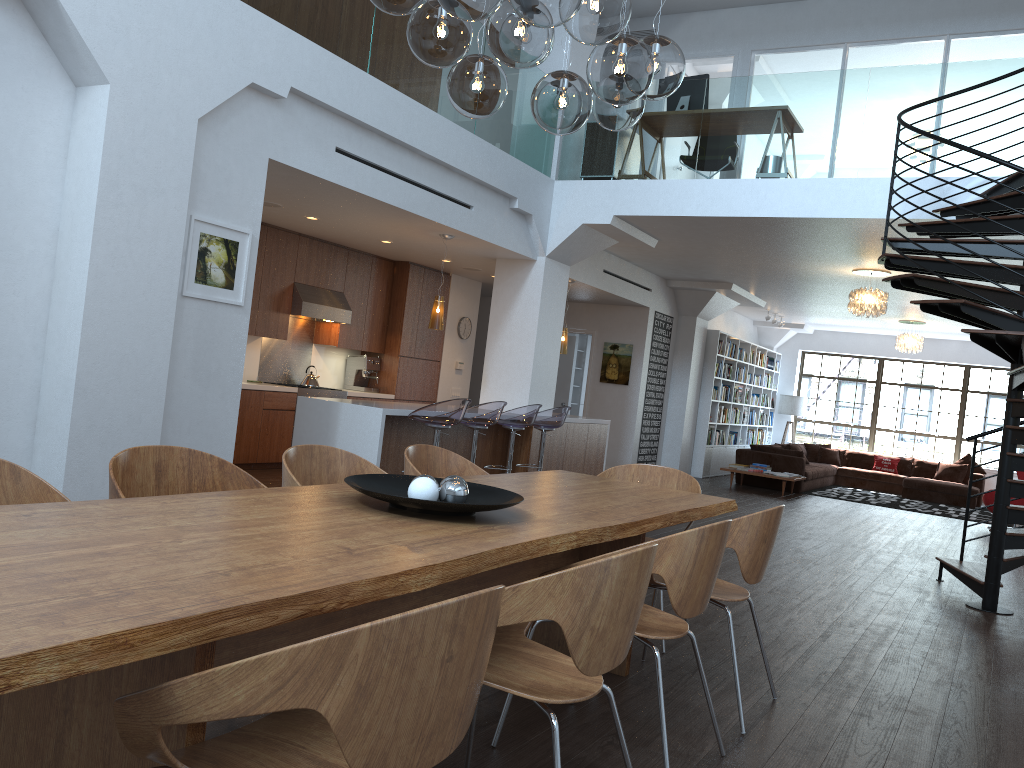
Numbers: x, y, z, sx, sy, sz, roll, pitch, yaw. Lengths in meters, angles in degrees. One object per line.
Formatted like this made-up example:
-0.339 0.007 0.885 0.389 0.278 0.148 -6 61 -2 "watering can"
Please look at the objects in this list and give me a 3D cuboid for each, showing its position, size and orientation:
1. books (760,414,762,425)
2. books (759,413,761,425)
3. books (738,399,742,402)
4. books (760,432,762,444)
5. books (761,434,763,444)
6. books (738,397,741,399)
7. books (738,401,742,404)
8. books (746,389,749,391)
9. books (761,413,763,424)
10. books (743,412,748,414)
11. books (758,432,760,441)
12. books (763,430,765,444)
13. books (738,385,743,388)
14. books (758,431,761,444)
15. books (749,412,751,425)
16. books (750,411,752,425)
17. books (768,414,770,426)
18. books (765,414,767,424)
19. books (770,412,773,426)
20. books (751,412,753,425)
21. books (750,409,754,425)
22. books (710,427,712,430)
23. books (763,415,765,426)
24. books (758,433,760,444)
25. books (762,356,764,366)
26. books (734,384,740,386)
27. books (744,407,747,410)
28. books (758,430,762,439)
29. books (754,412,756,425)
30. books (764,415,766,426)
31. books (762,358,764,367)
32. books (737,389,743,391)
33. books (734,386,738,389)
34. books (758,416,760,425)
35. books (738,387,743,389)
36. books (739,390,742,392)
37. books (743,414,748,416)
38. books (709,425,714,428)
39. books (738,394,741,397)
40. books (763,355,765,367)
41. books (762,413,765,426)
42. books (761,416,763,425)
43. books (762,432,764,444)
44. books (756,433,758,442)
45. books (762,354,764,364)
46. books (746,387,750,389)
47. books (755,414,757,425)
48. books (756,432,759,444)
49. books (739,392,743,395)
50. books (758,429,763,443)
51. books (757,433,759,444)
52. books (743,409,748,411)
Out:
4.825 0.695 17.470 0.161 0.223 0.030 7 0 29 "books"
4.788 0.675 17.410 0.174 0.251 0.051 7 0 29 "books"
4.045 0.284 16.055 0.160 0.039 0.251 7 0 34 "books"
4.879 1.069 17.670 0.189 0.247 0.057 7 0 30 "books"
4.934 1.096 17.748 0.144 0.207 0.048 7 0 29 "books"
4.027 0.242 16.063 0.180 0.042 0.259 7 0 29 "books"
4.044 0.323 16.056 0.171 0.039 0.246 7 0 29 "books"
4.244 0.099 16.360 0.223 0.031 0.161 7 0 29 "books"
4.867 0.688 17.565 0.171 0.246 0.036 7 0 29 "books"
4.239 0.527 16.462 0.223 0.032 0.161 7 0 29 "books"
4.781 1.062 17.509 0.174 0.240 0.048 7 0 29 "books"
5.011 1.062 17.906 0.176 0.290 0.053 7 0 29 "books"
4.090 0.037 16.072 0.129 0.043 0.185 7 0 44 "books"
4.825 1.059 17.563 0.183 0.253 0.037 7 0 29 "books"
4.422 0.639 16.754 0.174 0.243 0.085 7 0 29 "books"
4.436 0.635 16.792 0.182 0.255 0.077 7 0 29 "books"
5.158 0.727 18.060 0.172 0.235 0.112 7 0 29 "books"
5.034 0.717 17.865 0.168 0.228 0.139 7 0 29 "books"
5.279 0.714 18.282 0.176 0.290 0.053 7 0 29 "books"
4.468 0.641 16.828 0.182 0.253 0.098 7 0 29 "books"
4.507 0.626 16.927 0.197 0.290 0.136 7 0 29 "books"
3.203 0.726 14.645 0.174 0.045 0.240 7 0 19 "books"
4.961 0.711 17.724 0.161 0.223 0.032 7 0 29 "books"
4.807 1.059 17.537 0.160 0.250 0.027 7 0 29 "books"
4.758 -0.457 17.132 0.183 0.253 0.034 7 0 29 "books"
3.893 0.012 15.690 0.223 0.027 0.161 7 0 39 "books"
4.252 0.443 16.445 0.185 0.041 0.129 7 0 44 "books"
4.841 1.046 17.622 0.198 0.284 0.066 7 0 29 "books"
4.586 0.658 17.053 0.174 0.242 0.105 7 0 29 "books"
4.996 0.723 17.786 0.161 0.221 0.035 7 0 29 "books"
4.770 -0.449 17.169 0.174 0.240 0.045 7 0 29 "books"
4.064 0.094 16.097 0.223 0.027 0.161 7 0 19 "books"
3.892 0.049 15.714 0.174 0.045 0.240 7 0 29 "books"
4.766 0.688 17.376 0.161 0.223 0.030 7 0 29 "books"
4.082 0.070 16.079 0.144 0.024 0.208 7 0 34 "books"
4.062 0.123 16.069 0.161 0.033 0.223 7 0 29 "books"
4.226 0.560 16.460 0.253 0.040 0.183 7 0 29 "books"
3.204 0.690 14.622 0.223 0.027 0.161 7 0 39 "books"
4.051 0.200 16.068 0.168 0.045 0.231 7 0 24 "books"
4.812 -0.451 17.220 0.183 0.253 0.034 7 0 29 "books"
4.927 0.691 17.669 0.183 0.253 0.042 7 0 29 "books"
4.883 0.688 17.598 0.160 0.251 0.036 7 0 29 "books"
4.970 1.080 17.833 0.171 0.246 0.057 7 0 29 "books"
4.710 1.058 17.376 0.168 0.231 0.040 7 0 29 "books"
4.746 -0.458 17.101 0.183 0.253 0.034 7 0 29 "books"
4.252 0.070 16.367 0.224 0.030 0.161 7 0 39 "books"
4.650 0.677 17.162 0.161 0.222 0.084 7 0 29 "books"
4.733 1.049 17.407 0.183 0.253 0.036 7 0 29 "books"
4.060 0.159 16.061 0.183 0.042 0.253 7 0 29 "books"
4.923 1.049 17.705 0.140 0.298 0.044 7 0 29 "books"
4.754 1.052 17.436 0.183 0.253 0.037 7 0 29 "books"
4.255 0.476 16.449 0.208 0.024 0.144 7 0 34 "books"
